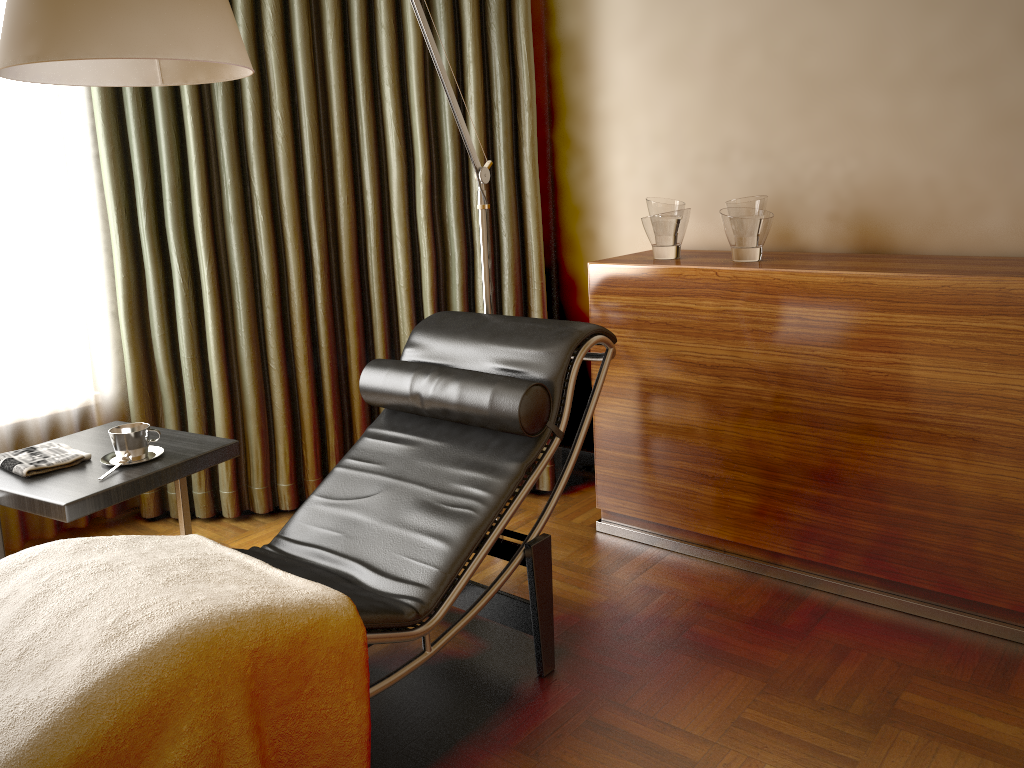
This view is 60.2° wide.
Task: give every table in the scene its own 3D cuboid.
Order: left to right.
[{"bbox_3d":[-1.077,0.208,2.285,0.519,0.044,0.506,5,16,30],"label":"table"}]

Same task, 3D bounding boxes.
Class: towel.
[{"bbox_3d":[-1.199,0.189,2.254,0.242,0.035,0.180,10,18,42],"label":"towel"}]

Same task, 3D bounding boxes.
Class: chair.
[{"bbox_3d":[-0.462,0.366,1.910,0.638,0.786,1.809,6,15,39],"label":"chair"}]

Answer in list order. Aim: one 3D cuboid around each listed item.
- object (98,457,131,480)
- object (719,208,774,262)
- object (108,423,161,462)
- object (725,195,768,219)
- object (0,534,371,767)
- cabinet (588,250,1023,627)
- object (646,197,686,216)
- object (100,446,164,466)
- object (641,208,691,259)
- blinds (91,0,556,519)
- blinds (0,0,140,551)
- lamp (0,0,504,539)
[{"bbox_3d":[-0.967,0.203,2.143,0.029,0.019,0.125,-1,14,9],"label":"object"},{"bbox_3d":[0.691,-0.441,2.600,0.156,0.152,0.158,4,13,30],"label":"object"},{"bbox_3d":[-0.961,0.148,2.244,0.098,0.077,0.112,7,16,40],"label":"object"},{"bbox_3d":[0.689,-0.479,2.595,0.122,0.148,0.124,1,11,19],"label":"object"},{"bbox_3d":[-0.802,0.624,1.541,0.921,0.513,0.919,8,16,39],"label":"object"},{"bbox_3d":[1.036,0.089,2.472,1.682,0.849,0.420,8,14,39],"label":"cabinet"},{"bbox_3d":[0.482,-0.510,2.764,0.122,0.148,0.124,1,12,21],"label":"object"},{"bbox_3d":[-0.964,0.185,2.245,0.151,0.009,0.151,11,19,44],"label":"object"},{"bbox_3d":[0.484,-0.472,2.770,0.156,0.152,0.158,-3,11,-3],"label":"object"},{"bbox_3d":[-0.664,-0.768,3.101,1.533,2.418,0.227,-4,9,-5],"label":"blinds"},{"bbox_3d":[-2.106,-0.431,2.265,0.093,2.258,2.221,4,13,39],"label":"blinds"},{"bbox_3d":[-0.372,-0.231,2.092,0.453,1.939,1.429,6,13,42],"label":"lamp"}]
